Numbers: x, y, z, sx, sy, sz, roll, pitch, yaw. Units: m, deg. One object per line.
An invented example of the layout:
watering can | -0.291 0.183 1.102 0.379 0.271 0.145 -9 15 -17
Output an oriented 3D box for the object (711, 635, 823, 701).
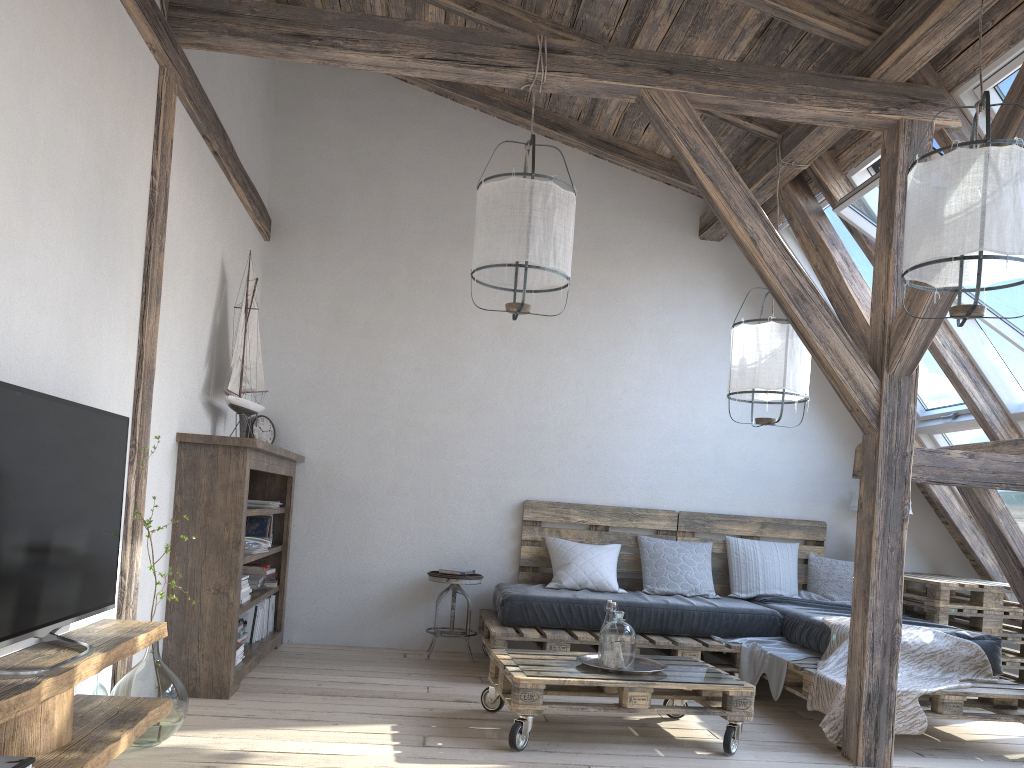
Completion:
object | 1.443 1.531 4.754 0.507 0.275 0.712 7 -7 -21

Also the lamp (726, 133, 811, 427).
lamp | 1.340 -0.541 4.478 0.399 1.510 0.410 3 -2 36

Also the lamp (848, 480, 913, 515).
lamp | 2.279 1.293 5.897 0.391 1.278 0.825 5 -3 -20

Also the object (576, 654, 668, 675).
object | 0.474 1.212 3.802 0.394 0.021 0.399 2 -8 14

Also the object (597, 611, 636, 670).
object | 0.448 1.084 3.723 0.157 0.246 0.156 6 -4 -37

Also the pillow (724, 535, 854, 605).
pillow | 1.848 1.207 5.658 0.966 0.397 0.390 3 -4 11

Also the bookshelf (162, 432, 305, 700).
bookshelf | -1.431 0.918 4.693 0.348 1.166 1.636 4 -6 -5

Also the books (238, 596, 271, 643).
books | -1.527 1.339 5.077 0.202 0.247 0.414 4 -6 -5

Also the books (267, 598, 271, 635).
books | -1.514 1.371 5.211 0.157 0.219 0.017 4 -1 -6

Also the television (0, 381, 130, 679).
television | -1.246 0.387 2.346 0.207 0.700 1.111 4 -6 -5

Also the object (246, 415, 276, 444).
object | -1.545 0.296 5.413 0.082 0.208 0.206 3 -4 31

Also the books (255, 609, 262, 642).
books | -1.497 1.359 4.968 0.139 0.174 0.094 4 -2 -6

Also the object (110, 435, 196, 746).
object | -1.334 0.761 3.325 0.276 1.114 0.516 5 -2 -19

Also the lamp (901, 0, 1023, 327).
lamp | 1.517 -0.859 2.858 0.409 1.298 0.399 5 -2 -29

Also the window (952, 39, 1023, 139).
window | 2.379 -0.669 3.290 1.097 1.270 0.860 4 -3 -6

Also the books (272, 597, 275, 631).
books | -1.530 1.392 5.365 0.157 0.219 0.036 4 -1 -6

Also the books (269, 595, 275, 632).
books | -1.529 1.388 5.337 0.158 0.218 0.021 4 -1 -6

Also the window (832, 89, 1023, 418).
window | 2.329 -0.543 4.210 1.351 1.270 0.860 5 -3 -6

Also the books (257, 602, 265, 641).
books | -1.498 1.346 5.002 0.157 0.211 0.090 4 -2 -6

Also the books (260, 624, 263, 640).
books | -1.499 1.366 5.037 0.139 0.182 0.065 4 -2 -6

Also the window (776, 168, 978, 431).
window | 2.189 -0.426 5.120 1.097 1.270 0.860 4 -3 -6

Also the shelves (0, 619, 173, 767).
shelves | -1.244 0.967 2.353 0.331 0.446 1.616 4 -7 -5

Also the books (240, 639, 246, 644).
books | -1.473 1.342 4.558 0.158 0.021 0.226 5 -8 -10

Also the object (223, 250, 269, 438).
object | -1.369 -0.172 4.610 0.140 0.986 0.795 4 -4 0

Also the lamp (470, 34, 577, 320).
lamp | 0.060 -0.822 3.591 0.406 1.078 0.403 3 -2 36

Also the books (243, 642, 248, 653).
books | -1.476 1.371 4.556 0.173 0.038 0.225 5 -8 -5

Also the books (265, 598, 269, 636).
books | -1.516 1.366 5.170 0.158 0.218 0.021 4 -1 -6

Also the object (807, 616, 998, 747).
object | 1.795 1.371 4.020 0.809 0.470 1.020 1 -7 24

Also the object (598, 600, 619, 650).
object | 0.431 1.094 3.888 0.071 0.266 0.154 4 -3 -5

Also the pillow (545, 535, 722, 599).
pillow | 0.758 1.124 5.513 1.130 0.353 0.353 5 -4 -6

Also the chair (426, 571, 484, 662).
chair | -0.366 1.422 5.423 0.354 0.518 0.356 4 -3 -2

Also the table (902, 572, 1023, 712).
table | 2.625 1.545 5.419 0.675 0.697 1.024 5 -6 -5

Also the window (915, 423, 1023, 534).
window | 3.093 0.841 5.205 1.097 1.270 0.860 4 -3 -6

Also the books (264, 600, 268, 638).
books | -1.503 1.357 5.100 0.157 0.219 0.017 4 -1 -6

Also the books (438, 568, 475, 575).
books | -0.337 1.151 5.406 0.149 0.021 0.207 1 -9 23

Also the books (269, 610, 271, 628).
books | -1.525 1.399 5.294 0.139 0.184 0.018 4 -1 -6

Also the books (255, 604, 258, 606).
books | -1.527 1.340 4.953 0.157 0.205 0.108 4 -2 -6

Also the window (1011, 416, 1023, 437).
window | 3.188 0.720 4.290 1.097 1.270 0.860 4 -3 -6
